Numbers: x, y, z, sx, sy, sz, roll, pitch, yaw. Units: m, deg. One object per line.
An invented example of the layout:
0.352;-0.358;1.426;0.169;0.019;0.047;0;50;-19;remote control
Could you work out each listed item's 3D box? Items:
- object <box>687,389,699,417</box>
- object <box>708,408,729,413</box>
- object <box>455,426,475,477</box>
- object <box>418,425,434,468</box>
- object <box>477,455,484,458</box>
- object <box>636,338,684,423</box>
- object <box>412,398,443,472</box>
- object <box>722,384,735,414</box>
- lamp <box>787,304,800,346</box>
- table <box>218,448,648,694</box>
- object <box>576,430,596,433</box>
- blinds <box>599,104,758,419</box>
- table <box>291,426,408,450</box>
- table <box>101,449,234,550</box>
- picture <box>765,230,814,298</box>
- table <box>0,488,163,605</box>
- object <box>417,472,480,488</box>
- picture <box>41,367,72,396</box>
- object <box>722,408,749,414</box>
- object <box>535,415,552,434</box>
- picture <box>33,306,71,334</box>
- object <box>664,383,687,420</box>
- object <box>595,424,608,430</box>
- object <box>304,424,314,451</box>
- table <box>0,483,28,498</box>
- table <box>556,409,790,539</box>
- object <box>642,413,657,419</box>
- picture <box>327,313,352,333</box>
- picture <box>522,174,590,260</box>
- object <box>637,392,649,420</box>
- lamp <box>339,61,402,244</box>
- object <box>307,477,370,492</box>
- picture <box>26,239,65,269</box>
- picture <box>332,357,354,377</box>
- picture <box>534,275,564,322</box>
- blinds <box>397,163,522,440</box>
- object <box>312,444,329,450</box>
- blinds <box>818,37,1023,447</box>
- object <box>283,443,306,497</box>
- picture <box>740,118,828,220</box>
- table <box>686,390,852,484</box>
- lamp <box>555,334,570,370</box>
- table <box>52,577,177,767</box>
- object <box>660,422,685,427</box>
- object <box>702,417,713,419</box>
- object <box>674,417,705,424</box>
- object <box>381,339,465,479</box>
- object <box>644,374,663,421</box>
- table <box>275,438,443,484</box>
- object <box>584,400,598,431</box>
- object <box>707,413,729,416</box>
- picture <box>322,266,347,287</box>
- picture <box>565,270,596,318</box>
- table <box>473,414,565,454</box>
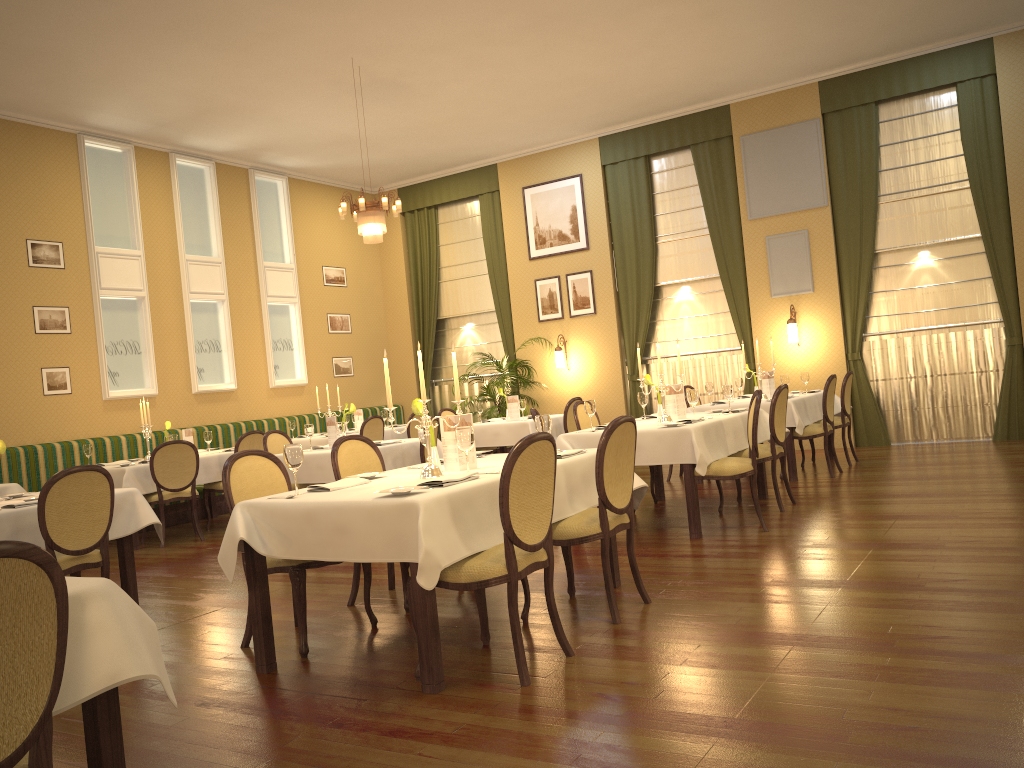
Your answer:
1.342;0.157;6.556;0.088;0.229;0.088;-6;0;-17;object
1.703;0.226;7.354;0.160;0.024;0.160;-6;0;31;object
-0.205;0.307;4.001;0.088;0.229;0.088;-6;0;-17;object
-0.457;0.333;4.789;0.088;0.229;0.088;-6;0;-11;object
-0.231;0.418;5.092;0.181;0.015;0.038;-6;0;33;object
1.136;-0.033;6.745;0.390;0.655;0.131;-6;0;-24;object
-0.422;0.255;4.424;0.076;0.375;0.163;-6;0;-37;object
1.711;0.121;6.996;0.088;0.229;0.088;-6;0;-11;object
3.405;-0.709;10.768;0.114;0.513;0.323;-6;0;21;lamp
-0.248;0.804;4.378;1.385;0.759;2.152;-6;0;31;table
0.539;0.344;6.435;0.181;0.015;0.038;-6;0;33;object
2.208;-1.328;11.702;1.878;4.537;0.129;-6;0;31;blinds
-1.966;0.981;11.279;1.385;0.759;2.152;-6;0;31;table
-3.363;1.117;8.973;1.385;0.759;2.152;-6;0;31;table
3.408;-1.471;10.895;0.512;0.769;0.027;-6;0;31;picture
-2.882;1.065;5.117;1.389;0.759;1.395;-6;0;33;table
-0.274;0.415;3.827;0.142;0.033;0.273;-6;0;31;object
-4.842;-0.031;9.432;0.008;0.294;0.313;-6;0;31;picture
1.809;0.216;7.166;0.142;0.024;0.273;-6;0;31;object
0.164;0.271;4.442;0.088;0.229;0.088;-6;0;-11;object
-4.897;-0.680;9.448;0.008;0.294;0.401;-6;0;31;picture
1.278;0.141;6.945;0.166;0.277;0.081;-6;0;3;object
0.746;0.317;6.665;0.142;0.033;0.273;-6;0;31;object
-1.756;0.464;7.706;0.088;0.229;0.088;-6;0;-17;object
-4.762;1.253;6.663;1.385;0.759;2.152;-6;0;31;table
1.299;0.654;6.932;1.385;0.759;2.152;-6;0;31;table
1.216;0.271;7.513;0.142;0.033;0.273;-6;0;31;object
-2.581;-0.905;13.271;0.008;0.294;0.504;-6;0;31;picture
0.606;-2.350;12.542;0.966;1.057;0.027;-6;0;31;picture
1.091;0.182;7.343;0.088;0.229;0.088;-6;0;-11;object
-1.463;-2.300;8.799;0.593;1.796;0.593;-6;0;29;lamp
-0.802;0.467;4.110;0.142;0.033;0.273;-6;0;31;object
-4.966;-1.382;9.449;0.008;0.294;0.401;-6;0;31;picture
-2.524;-0.256;13.259;0.008;0.294;0.437;-6;0;31;picture
0.528;-1.212;12.661;0.412;0.619;0.022;-6;0;31;picture
-0.769;-1.032;13.534;1.934;4.537;0.225;-6;0;30;blinds
-1.630;0.553;7.875;0.142;0.033;0.273;-6;0;31;object
4.688;-1.575;10.185;1.876;4.537;0.129;-6;0;31;blinds
-0.968;0.382;3.953;0.088;0.229;0.088;-6;0;-11;object
3.324;-2.620;10.879;0.966;1.057;0.027;-6;0;31;picture
2.683;0.519;9.217;1.385;0.759;2.152;-6;0;31;table
0.689;-0.439;12.429;0.114;0.513;0.323;-6;0;21;lamp
-1.811;0.955;1.799;1.385;0.759;2.152;-6;0;31;table
1.104;0.283;6.111;0.160;0.024;0.160;-6;0;31;object
1.413;0.260;6.640;0.185;0.010;0.017;-6;0;31;object
1.273;0.264;6.382;0.142;0.033;0.273;-6;0;31;object
-0.411;0.117;4.191;0.390;0.655;0.131;-6;0;-24;object
1.126;0.105;6.978;0.076;0.375;0.163;-6;0;-37;object
-1.309;0.912;7.714;1.389;0.759;1.395;-6;0;33;table
0.579;0.232;6.508;0.088;0.229;0.088;-6;0;-11;object
1.612;0.240;6.967;0.185;0.010;0.017;-6;0;31;object
-2.651;-1.606;13.272;0.008;0.294;0.504;-6;0;31;picture
0.961;-1.255;12.396;0.412;0.619;0.022;-6;0;31;picture
0.087;0.777;10.019;1.389;0.759;1.395;-6;0;33;table
